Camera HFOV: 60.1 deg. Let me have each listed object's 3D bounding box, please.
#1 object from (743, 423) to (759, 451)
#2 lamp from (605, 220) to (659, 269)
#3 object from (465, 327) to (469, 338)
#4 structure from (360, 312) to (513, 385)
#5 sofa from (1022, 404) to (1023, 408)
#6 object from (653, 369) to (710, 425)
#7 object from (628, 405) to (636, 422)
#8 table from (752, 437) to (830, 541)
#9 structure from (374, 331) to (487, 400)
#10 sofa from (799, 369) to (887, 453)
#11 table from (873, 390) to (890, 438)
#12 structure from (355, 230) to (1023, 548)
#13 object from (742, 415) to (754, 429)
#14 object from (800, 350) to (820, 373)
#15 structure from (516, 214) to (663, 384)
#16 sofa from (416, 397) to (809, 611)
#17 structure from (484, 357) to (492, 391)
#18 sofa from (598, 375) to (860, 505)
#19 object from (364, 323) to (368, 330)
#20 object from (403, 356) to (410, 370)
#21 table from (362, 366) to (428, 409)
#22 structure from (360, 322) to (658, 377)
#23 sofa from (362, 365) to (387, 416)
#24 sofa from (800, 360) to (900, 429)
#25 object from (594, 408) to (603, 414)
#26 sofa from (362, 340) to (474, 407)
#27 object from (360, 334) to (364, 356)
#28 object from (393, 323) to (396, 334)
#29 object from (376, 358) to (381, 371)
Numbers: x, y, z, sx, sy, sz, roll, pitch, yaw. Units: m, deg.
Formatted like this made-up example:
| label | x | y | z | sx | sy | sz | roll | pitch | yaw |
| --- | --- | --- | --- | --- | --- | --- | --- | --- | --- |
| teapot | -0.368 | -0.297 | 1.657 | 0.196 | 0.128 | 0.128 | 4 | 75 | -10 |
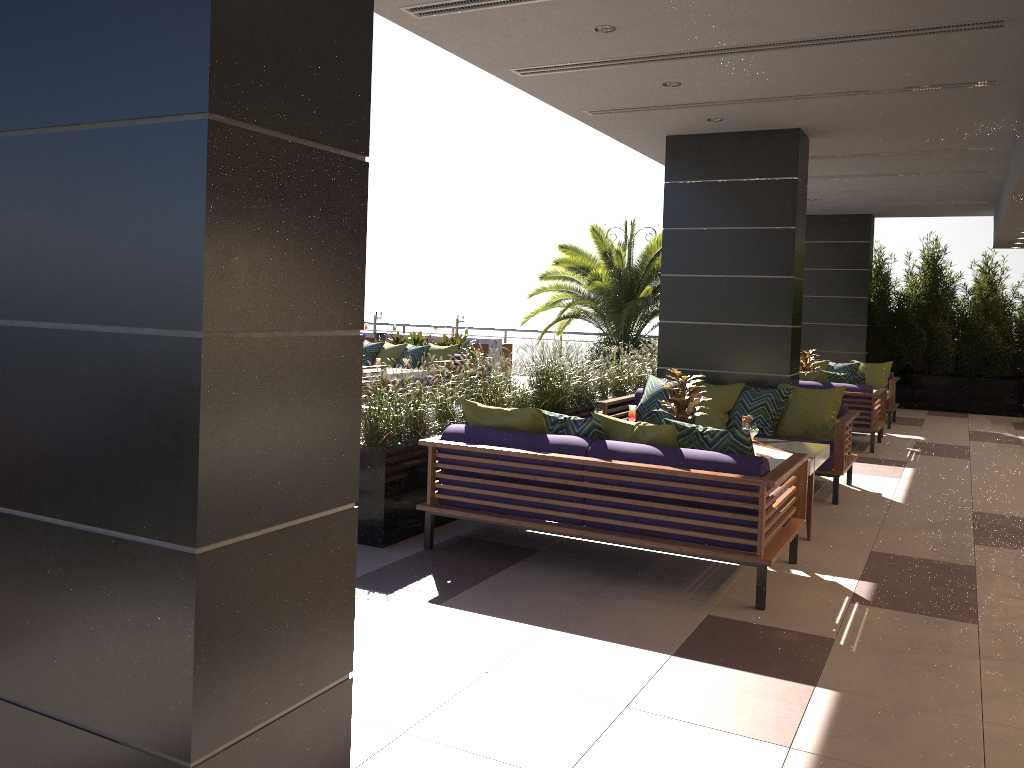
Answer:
| label | x | y | z | sx | sy | sz | roll | pitch | yaw |
| --- | --- | --- | --- | --- | --- | --- | --- | --- | --- |
| object | 1.682 | 0.372 | 6.236 | 0.106 | 0.197 | 0.106 | 0 | 3 | -35 |
| lamp | 2.316 | -1.591 | 17.604 | 1.123 | 3.322 | 0.264 | 3 | 2 | 27 |
| object | -0.883 | -1.002 | 17.188 | 0.069 | 0.197 | 0.082 | 1 | 2 | -27 |
| structure | -2.132 | -0.791 | 18.125 | 4.407 | 1.326 | 0.805 | 4 | 3 | 27 |
| sofa | 8.707 | 0.241 | 12.906 | 2.129 | 0.918 | 1.120 | 4 | 4 | 27 |
| object | 1.284 | 0.153 | 6.705 | 0.431 | 0.525 | 0.425 | 4 | 4 | 39 |
| object | 0.986 | 0.267 | 7.265 | 0.069 | 0.181 | 0.069 | 2 | 2 | 10 |
| table | 1.269 | 0.691 | 6.726 | 2.039 | 0.553 | 0.942 | 4 | 5 | 27 |
| structure | -1.434 | -0.292 | 14.652 | 2.254 | 1.170 | 0.738 | 4 | 3 | 28 |
| sofa | 3.432 | 0.225 | 10.932 | 2.129 | 0.918 | 1.120 | 4 | 4 | 27 |
| table | 4.015 | 0.327 | 12.105 | 2.040 | 0.553 | 0.942 | 4 | 5 | 27 |
| structure | 2.272 | -0.397 | 4.792 | 7.828 | 3.116 | 24.756 | 4 | 5 | 27 |
| object | 1.807 | 0.331 | 6.806 | 0.067 | 0.189 | 0.085 | 1 | 2 | -38 |
| object | 4.032 | -0.211 | 12.094 | 0.431 | 0.525 | 0.425 | 5 | 4 | 44 |
| structure | 2.013 | -1.443 | 15.944 | 3.798 | 3.297 | 3.763 | 1 | 4 | -20 |
| sofa | 0.621 | 0.597 | 5.425 | 2.129 | 0.918 | 1.120 | 4 | 4 | 27 |
| structure | -0.381 | -0.075 | 14.142 | 0.100 | 0.699 | 0.180 | 3 | 2 | 27 |
| sofa | 1.961 | 0.420 | 8.051 | 2.129 | 0.918 | 1.120 | 4 | 4 | 27 |
| object | -3.014 | -1.161 | 18.279 | 0.069 | 0.181 | 0.069 | 2 | 2 | -1 |
| object | -1.545 | -0.312 | 12.913 | 0.106 | 0.197 | 0.106 | 1 | 2 | -30 |
| table | -2.347 | 0.039 | 12.874 | 2.040 | 0.553 | 0.942 | 4 | 5 | 27 |
| structure | -5.430 | -0.250 | 12.013 | 12.935 | 1.056 | 17.523 | 4 | 5 | 27 |
| sofa | -2.864 | -0.075 | 11.862 | 2.129 | 0.918 | 1.120 | 4 | 4 | 27 |
| sofa | 4.599 | 0.070 | 13.219 | 2.129 | 0.918 | 1.120 | 4 | 4 | 27 |
| object | 0.654 | 0.286 | 6.732 | 0.069 | 0.211 | 0.069 | 2 | 2 | 10 |
| sofa | -1.808 | -0.214 | 13.919 | 2.129 | 0.918 | 1.120 | 4 | 4 | 27 |
| object | -2.341 | -0.497 | 12.825 | 0.426 | 0.525 | 0.430 | 4 | 4 | 39 |
| object | -2.388 | -1.127 | 17.960 | 0.069 | 0.211 | 0.069 | 2 | 2 | 10 |
| object | -1.862 | -0.265 | 12.331 | 0.069 | 0.181 | 0.069 | 2 | 2 | 15 |
